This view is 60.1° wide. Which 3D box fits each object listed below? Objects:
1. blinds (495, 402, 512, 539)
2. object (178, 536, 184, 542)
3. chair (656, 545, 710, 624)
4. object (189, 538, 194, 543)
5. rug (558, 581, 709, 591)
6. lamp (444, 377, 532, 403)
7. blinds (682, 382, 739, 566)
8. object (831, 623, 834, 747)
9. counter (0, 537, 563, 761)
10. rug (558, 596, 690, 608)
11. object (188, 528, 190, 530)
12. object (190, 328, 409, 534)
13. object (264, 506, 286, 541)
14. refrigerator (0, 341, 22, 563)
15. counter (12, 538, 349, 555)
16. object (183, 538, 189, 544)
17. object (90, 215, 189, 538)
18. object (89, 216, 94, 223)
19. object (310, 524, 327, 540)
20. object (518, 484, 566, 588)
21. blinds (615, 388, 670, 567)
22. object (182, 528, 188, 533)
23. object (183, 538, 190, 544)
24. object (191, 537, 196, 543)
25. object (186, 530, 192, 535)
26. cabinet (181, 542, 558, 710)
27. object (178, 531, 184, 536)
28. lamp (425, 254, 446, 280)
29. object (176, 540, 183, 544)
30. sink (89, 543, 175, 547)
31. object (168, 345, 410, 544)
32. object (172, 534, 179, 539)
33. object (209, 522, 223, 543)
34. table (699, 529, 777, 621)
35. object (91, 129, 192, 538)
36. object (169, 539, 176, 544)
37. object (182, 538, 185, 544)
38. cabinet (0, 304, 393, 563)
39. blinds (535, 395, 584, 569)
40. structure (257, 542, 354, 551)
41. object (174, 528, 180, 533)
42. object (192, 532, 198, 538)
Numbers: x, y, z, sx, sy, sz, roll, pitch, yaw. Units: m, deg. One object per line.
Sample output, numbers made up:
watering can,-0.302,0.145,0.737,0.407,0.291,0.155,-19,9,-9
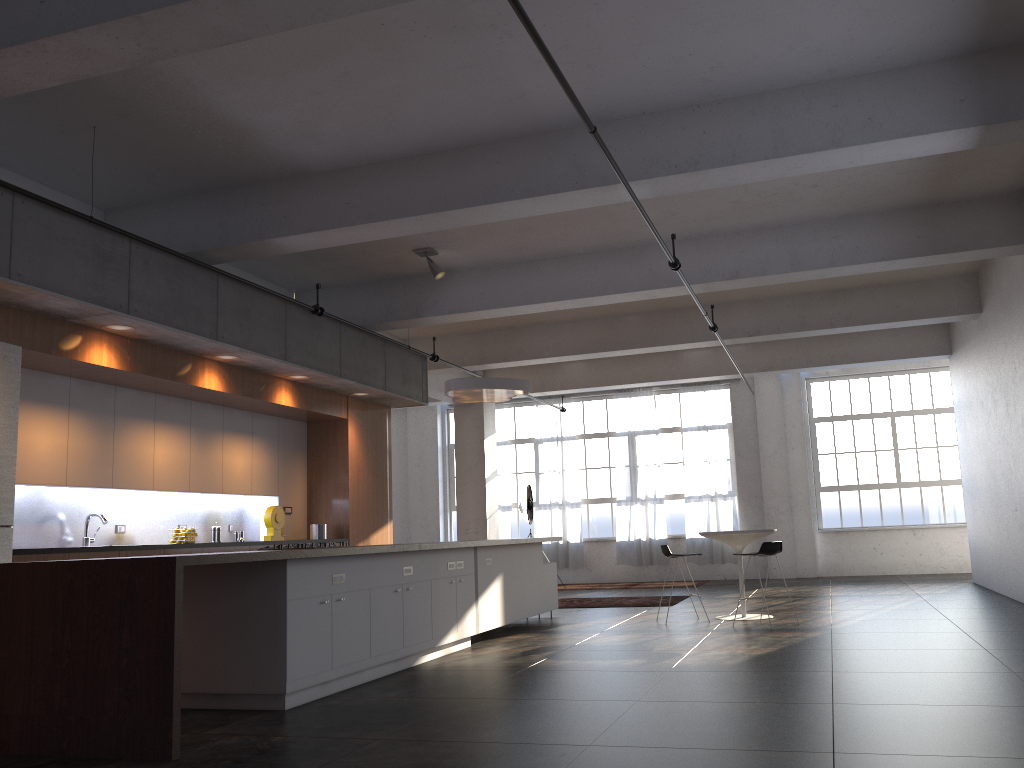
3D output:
blinds,-0.487,2.034,18.488,1.014,3.700,0.319,-5,-9,16
object,-3.059,1.433,8.182,0.052,0.053,0.062,-2,-9,0
chair,1.837,2.197,9.648,0.507,0.892,0.463,-1,-9,-5
object,-2.994,1.461,8.238,0.061,0.052,0.054,-3,-9,6
rug,1.978,3.722,16.330,3.094,0.009,1.842,-5,-10,17
lamp,-0.380,0.083,10.562,1.025,0.130,1.065,2,-11,-25
blinds,3.804,1.604,17.140,1.018,3.738,0.347,-4,-9,15
object,-2.941,2.123,4.909,19.514,0.001,27.619,-6,-10,18
counter,-1.042,1.868,7.589,1.128,0.968,6.758,-5,-10,19
rug,1.016,3.137,12.745,2.851,0.029,1.883,-6,-10,18
object,-3.018,1.377,8.315,0.062,0.051,0.054,-4,-9,10
object,-2.985,1.373,8.275,0.056,0.060,0.054,-10,-12,41
object,-2.534,1.496,9.488,0.098,0.380,0.278,-5,-9,19
refrigerator,-3.609,0.755,5.583,0.217,2.183,0.969,-5,-9,16
counter,-3.389,1.541,8.334,1.588,0.039,4.528,-6,-10,19
object,-3.054,1.474,8.301,0.064,0.063,0.073,0,-10,-16
object,-2.962,0.126,7.184,0.053,2.220,2.411,-1,-9,-5
object,-3.038,1.422,8.307,0.051,0.053,0.063,-7,-10,25
object,-2.190,1.677,10.035,0.193,0.169,0.188,2,-10,-23
object,0.230,2.776,15.967,1.166,1.913,1.072,-5,-9,18
blinds,2.514,1.732,17.529,1.025,3.684,0.343,-4,-9,14
object,-4.261,-0.446,3.641,0.058,2.157,10.023,-4,-10,13
object,-2.155,0.498,9.491,0.056,2.301,2.982,-8,-11,37
object,-2.994,1.464,8.296,0.061,0.057,0.051,4,-11,-35
object,-3.724,-0.209,5.052,0.053,2.161,6.942,-4,-10,11
cabinet,-0.823,1.987,8.160,0.911,0.927,5.735,-5,-10,19
object,-3.547,-0.115,5.637,0.056,2.182,5.688,-3,-10,9
lamp,-0.800,-1.222,9.174,0.221,0.286,0.132,-2,-9,1
object,-3.084,1.463,8.211,0.050,0.055,0.062,-4,-9,9
sink,-3.253,1.434,7.326,0.517,0.191,0.740,-6,-10,18
object,-6.649,1.127,2.672,0.933,1.210,13.452,-7,-11,29
object,-3.119,1.411,8.208,0.053,0.053,0.062,-4,-9,9
object,-2.993,1.505,8.955,0.059,0.209,0.146,-5,-9,19
table,2.531,2.101,9.786,0.818,0.948,0.842,-5,-10,18
object,-3.019,1.409,8.256,0.065,0.053,0.050,4,-11,-34
object,-6.521,1.182,2.674,0.054,1.091,13.009,-7,-11,31
object,-4.160,-0.354,5.697,0.057,2.857,6.050,-5,-10,20
cabinet,-4.014,1.054,7.801,2.351,2.553,8.230,-5,-10,19
blinds,0.917,1.896,18.026,1.020,3.662,0.366,-5,-9,17
structure,-1.574,1.267,6.839,0.506,0.071,0.650,-6,-10,18
object,-3.104,1.360,8.207,0.051,0.059,0.058,5,-11,-37
object,-6.272,-0.368,3.464,0.061,2.202,12.063,-7,-11,32
